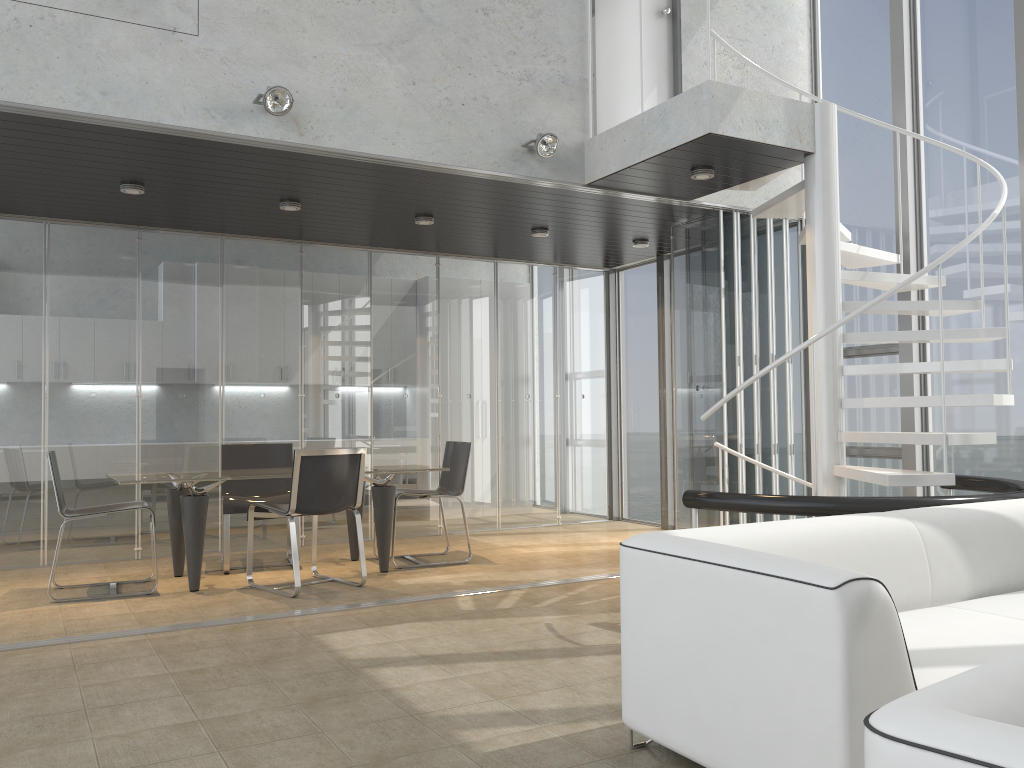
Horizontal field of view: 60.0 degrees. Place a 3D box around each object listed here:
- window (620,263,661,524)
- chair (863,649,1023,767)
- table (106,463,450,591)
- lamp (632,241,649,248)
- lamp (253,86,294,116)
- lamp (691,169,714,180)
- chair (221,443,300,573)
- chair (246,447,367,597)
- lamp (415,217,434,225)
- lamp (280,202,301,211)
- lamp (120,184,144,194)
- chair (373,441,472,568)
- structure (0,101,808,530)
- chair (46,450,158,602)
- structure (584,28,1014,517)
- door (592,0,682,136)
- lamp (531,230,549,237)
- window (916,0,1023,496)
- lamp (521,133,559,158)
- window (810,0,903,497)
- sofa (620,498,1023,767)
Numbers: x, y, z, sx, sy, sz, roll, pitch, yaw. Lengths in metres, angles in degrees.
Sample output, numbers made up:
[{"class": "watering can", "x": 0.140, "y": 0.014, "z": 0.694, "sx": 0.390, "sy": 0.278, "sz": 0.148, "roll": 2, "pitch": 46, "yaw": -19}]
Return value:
[{"class": "window", "x": 1.360, "y": 0.094, "z": 9.187, "sx": 0.010, "sy": 2.646, "sz": 0.742, "roll": 1, "pitch": -3, "yaw": -29}, {"class": "chair", "x": 0.981, "y": 0.736, "z": 1.092, "sx": 0.720, "sy": 0.635, "sz": 0.829, "roll": 1, "pitch": -3, "yaw": -39}, {"class": "table", "x": -1.658, "y": 0.995, "z": 6.395, "sx": 2.250, "sy": 0.733, "sz": 0.900, "roll": 1, "pitch": -3, "yaw": -29}, {"class": "lamp", "x": 1.173, "y": -1.275, "z": 8.085, "sx": 0.149, "sy": 0.038, "sz": 0.149, "roll": 0, "pitch": -2, "yaw": -14}, {"class": "lamp", "x": -1.318, "y": -1.555, "z": 4.925, "sx": 0.197, "sy": 0.154, "sz": 0.254, "roll": 1, "pitch": -3, "yaw": -29}, {"class": "lamp", "x": 1.241, "y": -1.366, "z": 5.777, "sx": 0.149, "sy": 0.038, "sz": 0.149, "roll": 0, "pitch": -2, "yaw": -14}, {"class": "chair", "x": -1.927, "y": 0.926, "z": 6.774, "sx": 0.546, "sy": 0.922, "sz": 0.660, "roll": 0, "pitch": -2, "yaw": -19}, {"class": "chair", "x": -1.362, "y": 0.886, "z": 5.902, "sx": 0.546, "sy": 0.922, "sz": 0.660, "roll": 2, "pitch": -3, "yaw": -44}, {"class": "lamp", "x": -0.695, "y": -1.296, "z": 7.037, "sx": 0.149, "sy": 0.038, "sz": 0.149, "roll": 0, "pitch": -2, "yaw": -14}, {"class": "lamp", "x": -1.629, "y": -1.306, "z": 6.513, "sx": 0.149, "sy": 0.038, "sz": 0.149, "roll": 0, "pitch": -2, "yaw": -14}, {"class": "lamp", "x": -2.563, "y": -1.316, "z": 5.988, "sx": 0.149, "sy": 0.038, "sz": 0.149, "roll": 0, "pitch": -2, "yaw": -14}, {"class": "chair", "x": -0.692, "y": 0.918, "z": 6.926, "sx": 0.660, "sy": 0.922, "sz": 0.546, "roll": 0, "pitch": -2, "yaw": -24}, {"class": "structure", "x": -0.619, "y": -2.098, "z": 2.684, "sx": 9.817, "sy": 6.605, "sz": 10.665, "roll": 1, "pitch": -3, "yaw": -30}, {"class": "chair", "x": -2.686, "y": 0.897, "z": 5.814, "sx": 0.660, "sy": 0.922, "sz": 0.546, "roll": 0, "pitch": -2, "yaw": -24}, {"class": "structure", "x": -0.631, "y": 0.878, "z": 5.629, "sx": 6.700, "sy": 6.900, "sz": 4.916, "roll": 1, "pitch": -3, "yaw": -29}, {"class": "door", "x": 0.877, "y": -2.711, "z": 6.419, "sx": 0.800, "sy": 2.100, "sz": 0.100, "roll": 1, "pitch": -3, "yaw": -29}, {"class": "lamp", "x": 0.239, "y": -1.285, "z": 7.561, "sx": 0.149, "sy": 0.038, "sz": 0.149, "roll": 0, "pitch": -2, "yaw": -14}, {"class": "window", "x": 3.132, "y": -1.549, "z": 6.061, "sx": 0.010, "sy": 5.653, "sz": 0.742, "roll": 1, "pitch": -3, "yaw": -29}, {"class": "lamp", "x": 0.192, "y": -1.538, "z": 5.772, "sx": 0.197, "sy": 0.154, "sz": 0.254, "roll": 1, "pitch": -3, "yaw": -29}, {"class": "window", "x": 2.672, "y": -1.513, "z": 6.850, "sx": 0.050, "sy": 5.700, "sz": 0.800, "roll": 1, "pitch": -3, "yaw": -29}, {"class": "sofa", "x": 1.695, "y": 0.809, "z": 3.182, "sx": 2.601, "sy": 0.638, "sz": 0.971, "roll": 1, "pitch": -3, "yaw": -29}]
